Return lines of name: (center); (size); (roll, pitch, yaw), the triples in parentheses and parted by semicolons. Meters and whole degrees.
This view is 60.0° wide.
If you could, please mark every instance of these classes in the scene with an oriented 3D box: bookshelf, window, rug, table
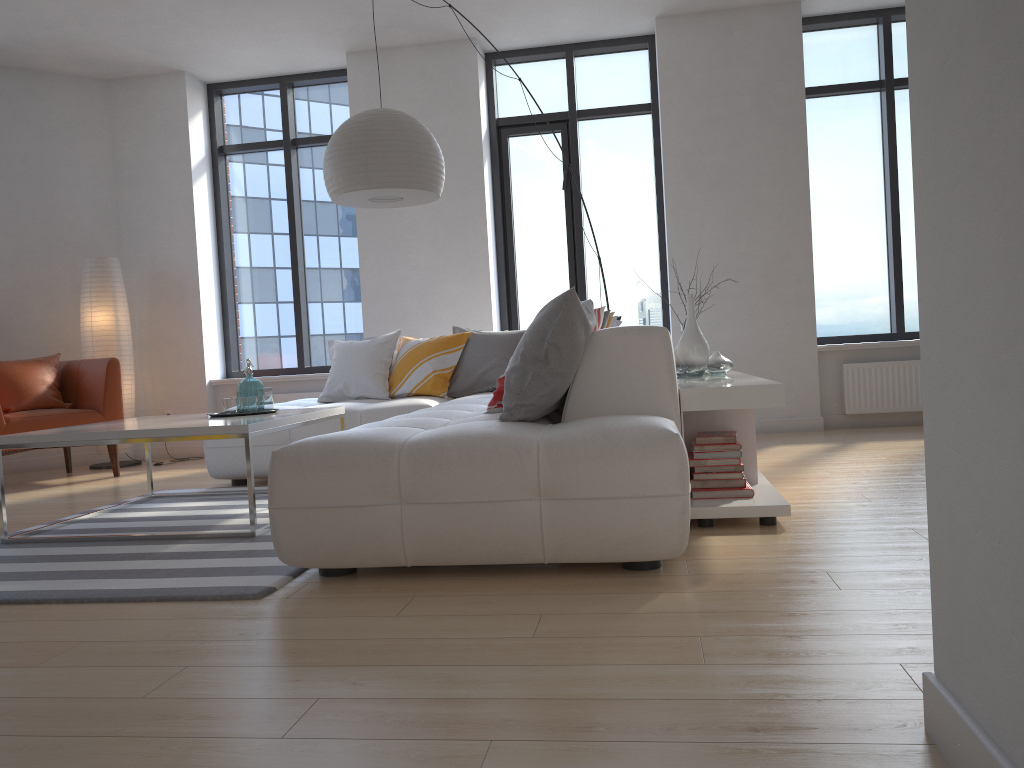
bookshelf: (0.974, 0.207, 4.369); (0.356, 0.500, 2.600); (-3, 2, 9)
window: (2.783, -1.517, 6.516); (1.310, 2.402, 0.170); (-3, 2, 9)
rug: (-1.353, 0.602, 3.774); (1.662, 0.016, 2.326); (-3, 2, 9)
window: (0.513, -1.397, 6.868); (1.310, 2.402, 0.170); (-3, 2, 9)
table: (-1.451, 0.378, 4.017); (1.091, 0.435, 1.091); (-3, 2, 9)
window: (-1.757, -1.276, 7.221); (1.310, 2.402, 0.170); (-3, 2, 9)

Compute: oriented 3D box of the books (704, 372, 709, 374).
books: (1.007, -0.068, 4.688); (0.245, 0.026, 0.300); (-3, 2, 14)

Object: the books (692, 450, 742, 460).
books: (0.787, 0.259, 3.427); (0.179, 0.028, 0.269); (-3, 2, 10)

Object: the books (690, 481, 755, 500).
books: (0.799, 0.400, 3.415); (0.227, 0.032, 0.301); (-3, 2, 9)

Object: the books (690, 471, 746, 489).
books: (0.792, 0.367, 3.431); (0.206, 0.034, 0.259); (-3, 2, 12)

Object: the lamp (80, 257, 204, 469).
lamp: (-2.783, -0.172, 6.667); (0.804, 1.550, 0.502); (-4, 2, -31)

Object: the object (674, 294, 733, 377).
object: (0.885, -0.237, 4.331); (0.319, 0.398, 0.316); (-2, 2, 33)

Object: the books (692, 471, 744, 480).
books: (0.797, 0.337, 3.419); (0.187, 0.026, 0.266); (-3, 2, 14)

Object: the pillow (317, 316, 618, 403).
pillow: (-0.404, -0.126, 5.131); (2.156, 0.456, 0.580); (-2, 2, 35)

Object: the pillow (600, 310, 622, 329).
pillow: (0.311, -0.149, 4.617); (0.608, 0.436, 2.120); (-3, 2, 5)

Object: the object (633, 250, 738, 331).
object: (1.083, -0.447, 5.161); (0.406, 0.744, 0.607); (-5, 2, -41)

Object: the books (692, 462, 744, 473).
books: (0.790, 0.312, 3.430); (0.182, 0.025, 0.257); (-3, 2, 9)

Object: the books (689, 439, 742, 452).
books: (0.782, 0.234, 3.425); (0.178, 0.025, 0.254); (-3, 2, 8)

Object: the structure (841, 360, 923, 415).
structure: (2.855, 0.061, 6.233); (1.015, 0.460, 0.110); (-3, 2, 9)

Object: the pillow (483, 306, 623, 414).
pillow: (0.271, -0.111, 4.294); (0.575, 0.449, 2.250); (-3, 2, 6)

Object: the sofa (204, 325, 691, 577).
sofa: (-0.537, 0.179, 4.337); (2.614, 0.732, 3.424); (-3, 2, 9)

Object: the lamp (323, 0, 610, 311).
lamp: (0.257, -0.858, 5.369); (0.710, 2.647, 3.199); (-2, 2, 45)

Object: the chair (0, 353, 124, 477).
chair: (-3.174, 0.220, 5.839); (0.843, 0.858, 0.896); (-2, 2, 41)

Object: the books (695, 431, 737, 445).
books: (0.791, 0.207, 3.430); (0.152, 0.029, 0.206); (-3, 2, 15)

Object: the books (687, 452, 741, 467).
books: (0.772, 0.288, 3.427); (0.191, 0.028, 0.261); (-3, 2, 9)

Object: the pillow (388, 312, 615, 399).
pillow: (-0.186, -0.113, 4.898); (0.630, 0.440, 2.095); (-4, 2, -34)

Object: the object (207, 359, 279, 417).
object: (-1.283, 0.012, 4.213); (0.330, 0.265, 0.330); (-2, 2, 33)

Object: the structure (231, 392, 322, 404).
structure: (-1.687, 0.302, 6.938); (1.015, 0.460, 0.110); (-3, 2, 9)

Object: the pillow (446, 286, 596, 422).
pillow: (-0.073, -0.120, 4.249); (0.647, 0.453, 2.953); (-3, 2, -3)
